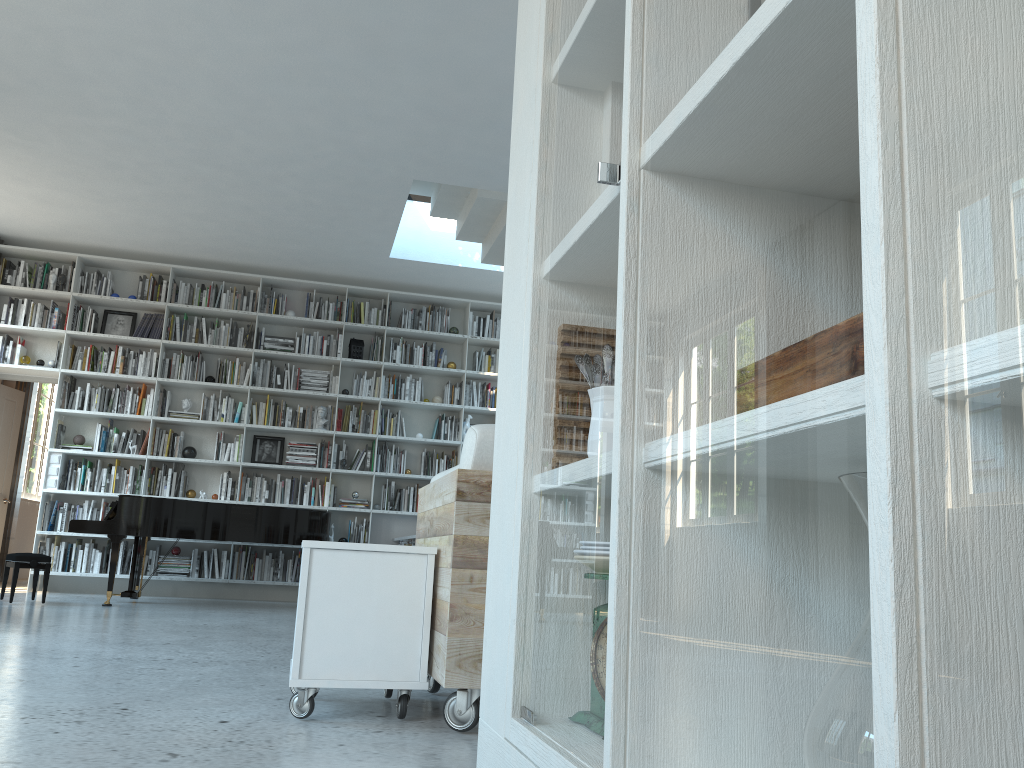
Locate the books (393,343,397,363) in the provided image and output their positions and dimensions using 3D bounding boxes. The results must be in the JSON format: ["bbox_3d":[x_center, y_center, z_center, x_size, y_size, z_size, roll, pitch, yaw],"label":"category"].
[{"bbox_3d":[-1.212,-0.289,9.118,0.026,0.242,0.148,5,-11,-13],"label":"books"}]

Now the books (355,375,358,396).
[{"bbox_3d":[-1.581,0.038,8.978,0.024,0.242,0.159,5,-11,-13],"label":"books"}]

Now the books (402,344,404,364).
[{"bbox_3d":[-1.134,-0.278,9.135,0.012,0.235,0.165,5,-11,-13],"label":"books"}]

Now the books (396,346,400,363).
[{"bbox_3d":[-1.183,-0.273,9.103,0.026,0.207,0.181,5,-11,-13],"label":"books"}]

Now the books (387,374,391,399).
[{"bbox_3d":[-1.263,0.051,9.053,0.014,0.278,0.154,5,-11,-13],"label":"books"}]

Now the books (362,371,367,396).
[{"bbox_3d":[-1.499,0.023,8.967,0.028,0.274,0.187,5,-11,-13],"label":"books"}]

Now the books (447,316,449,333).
[{"bbox_3d":[-0.684,-0.584,9.288,0.014,0.208,0.188,5,-11,-13],"label":"books"}]

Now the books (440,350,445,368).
[{"bbox_3d":[-0.737,-0.231,9.216,0.048,0.216,0.182,5,-11,-13],"label":"books"}]

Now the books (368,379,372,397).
[{"bbox_3d":[-1.450,0.063,8.987,0.029,0.210,0.158,5,-11,-13],"label":"books"}]

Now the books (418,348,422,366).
[{"bbox_3d":[-0.959,-0.252,9.152,0.021,0.208,0.181,5,-11,-13],"label":"books"}]

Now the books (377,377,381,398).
[{"bbox_3d":[-1.366,0.059,9.014,0.026,0.237,0.173,5,-11,-13],"label":"books"}]

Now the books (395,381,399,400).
[{"bbox_3d":[-1.184,0.088,9.060,0.026,0.215,0.161,5,-11,-13],"label":"books"}]

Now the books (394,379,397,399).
[{"bbox_3d":[-1.202,0.076,9.055,0.013,0.236,0.158,5,-11,-13],"label":"books"}]

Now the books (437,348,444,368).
[{"bbox_3d":[-0.757,-0.244,9.204,0.054,0.235,0.171,5,-11,-13],"label":"books"}]

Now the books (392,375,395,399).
[{"bbox_3d":[-1.218,0.055,9.076,0.014,0.283,0.135,5,-11,-13],"label":"books"}]

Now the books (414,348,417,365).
[{"bbox_3d":[-1.009,-0.255,9.168,0.025,0.216,0.144,5,-11,-13],"label":"books"}]

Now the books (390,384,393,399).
[{"bbox_3d":[-1.234,0.102,9.046,0.021,0.178,0.137,5,-11,-13],"label":"books"}]

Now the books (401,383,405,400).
[{"bbox_3d":[-1.124,0.104,9.067,0.025,0.193,0.171,5,-11,-13],"label":"books"}]

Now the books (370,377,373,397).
[{"bbox_3d":[-1.433,0.055,9.000,0.024,0.233,0.150,5,-11,-13],"label":"books"}]

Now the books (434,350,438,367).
[{"bbox_3d":[-0.801,-0.235,9.204,0.030,0.212,0.157,5,-11,-13],"label":"books"}]

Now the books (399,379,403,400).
[{"bbox_3d":[-1.143,0.079,9.057,0.022,0.237,0.164,5,-11,-13],"label":"books"}]

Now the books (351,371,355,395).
[{"bbox_3d":[-1.611,0.014,8.976,0.018,0.284,0.160,5,-11,-13],"label":"books"}]

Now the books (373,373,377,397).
[{"bbox_3d":[-1.400,0.037,9.011,0.025,0.276,0.173,5,-11,-13],"label":"books"}]

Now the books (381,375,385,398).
[{"bbox_3d":[-1.322,0.055,9.018,0.028,0.251,0.190,5,-11,-13],"label":"books"}]

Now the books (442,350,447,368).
[{"bbox_3d":[-0.705,-0.231,9.242,0.026,0.229,0.140,5,-11,-13],"label":"books"}]

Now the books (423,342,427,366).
[{"bbox_3d":[-0.907,-0.278,9.199,0.012,0.284,0.160,5,-11,-13],"label":"books"}]

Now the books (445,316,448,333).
[{"bbox_3d":[-0.702,-0.587,9.294,0.018,0.214,0.158,5,-11,-13],"label":"books"}]

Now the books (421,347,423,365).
[{"bbox_3d":[-0.946,-0.254,9.170,0.011,0.222,0.159,5,-11,-13],"label":"books"}]

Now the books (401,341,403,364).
[{"bbox_3d":[-1.142,-0.296,9.128,0.010,0.268,0.166,5,-11,-13],"label":"books"}]

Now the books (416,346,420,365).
[{"bbox_3d":[-0.983,-0.265,9.164,0.023,0.236,0.149,5,-11,-13],"label":"books"}]

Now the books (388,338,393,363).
[{"bbox_3d":[-1.249,-0.315,9.105,0.012,0.284,0.160,5,-11,-13],"label":"books"}]

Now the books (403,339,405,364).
[{"bbox_3d":[-1.120,-0.305,9.150,0.021,0.295,0.138,5,-11,-13],"label":"books"}]

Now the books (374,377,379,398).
[{"bbox_3d":[-1.381,0.059,8.994,0.028,0.229,0.177,5,-11,-13],"label":"books"}]

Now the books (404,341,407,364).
[{"bbox_3d":[-1.106,-0.292,9.158,0.012,0.276,0.133,5,-11,-13],"label":"books"}]

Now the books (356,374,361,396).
[{"bbox_3d":[-1.562,0.035,8.977,0.028,0.249,0.165,5,-11,-13],"label":"books"}]

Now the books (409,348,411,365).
[{"bbox_3d":[-1.068,-0.259,9.156,0.014,0.214,0.132,5,-11,-13],"label":"books"}]

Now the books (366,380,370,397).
[{"bbox_3d":[-1.471,0.068,8.980,0.027,0.196,0.185,5,-11,-13],"label":"books"}]

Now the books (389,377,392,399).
[{"bbox_3d":[-1.247,0.064,9.038,0.014,0.247,0.177,5,-11,-13],"label":"books"}]

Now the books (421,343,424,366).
[{"bbox_3d":[-0.934,-0.273,9.178,0.012,0.264,0.156,5,-11,-13],"label":"books"}]

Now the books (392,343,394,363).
[{"bbox_3d":[-1.232,-0.288,9.119,0.012,0.239,0.139,5,-11,-13],"label":"books"}]

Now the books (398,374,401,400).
[{"bbox_3d":[-1.159,0.055,9.051,0.014,0.280,0.177,5,-11,-13],"label":"books"}]

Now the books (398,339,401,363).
[{"bbox_3d":[-1.167,-0.305,9.130,0.011,0.282,0.173,5,-11,-13],"label":"books"}]

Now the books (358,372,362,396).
[{"bbox_3d":[-1.548,0.024,8.984,0.019,0.275,0.146,5,-11,-13],"label":"books"}]

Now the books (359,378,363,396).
[{"bbox_3d":[-1.539,0.059,8.979,0.023,0.206,0.171,5,-11,-13],"label":"books"}]

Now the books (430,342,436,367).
[{"bbox_3d":[-0.824,-0.276,9.190,0.029,0.284,0.183,5,-11,-13],"label":"books"}]

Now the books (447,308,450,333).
[{"bbox_3d":[-0.672,-0.631,9.301,0.006,0.305,0.164,5,-11,-13],"label":"books"}]

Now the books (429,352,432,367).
[{"bbox_3d":[-0.857,-0.225,9.187,0.027,0.181,0.176,5,-11,-13],"label":"books"}]

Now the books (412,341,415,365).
[{"bbox_3d":[-1.026,-0.289,9.172,0.013,0.283,0.154,5,-11,-13],"label":"books"}]

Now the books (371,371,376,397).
[{"bbox_3d":[-1.415,0.028,9.011,0.028,0.293,0.154,5,-11,-13],"label":"books"}]

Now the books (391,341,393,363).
[{"bbox_3d":[-1.243,-0.308,9.126,0.011,0.279,0.133,5,-11,-13],"label":"books"}]

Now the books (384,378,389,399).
[{"bbox_3d":[-1.287,0.067,9.049,0.030,0.241,0.138,5,-11,-13],"label":"books"}]

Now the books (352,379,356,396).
[{"bbox_3d":[-1.596,0.061,8.948,0.028,0.185,0.181,5,-11,-13],"label":"books"}]

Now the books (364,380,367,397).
[{"bbox_3d":[-1.488,0.066,8.973,0.024,0.194,0.173,5,-11,-13],"label":"books"}]

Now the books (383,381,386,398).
[{"bbox_3d":[-1.309,0.082,9.045,0.013,0.209,0.140,5,-11,-13],"label":"books"}]

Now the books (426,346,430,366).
[{"bbox_3d":[-0.883,-0.256,9.182,0.030,0.237,0.186,5,-11,-13],"label":"books"}]

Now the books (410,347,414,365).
[{"bbox_3d":[-1.048,-0.261,9.165,0.028,0.223,0.142,5,-11,-13],"label":"books"}]

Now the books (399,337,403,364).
[{"bbox_3d":[-1.153,-0.316,9.129,0.014,0.306,0.152,5,-11,-13],"label":"books"}]

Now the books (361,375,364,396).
[{"bbox_3d":[-1.522,0.045,8.980,0.023,0.235,0.179,5,-11,-13],"label":"books"}]

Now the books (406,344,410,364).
[{"bbox_3d":[-1.083,-0.278,9.137,0.027,0.241,0.160,5,-11,-13],"label":"books"}]
